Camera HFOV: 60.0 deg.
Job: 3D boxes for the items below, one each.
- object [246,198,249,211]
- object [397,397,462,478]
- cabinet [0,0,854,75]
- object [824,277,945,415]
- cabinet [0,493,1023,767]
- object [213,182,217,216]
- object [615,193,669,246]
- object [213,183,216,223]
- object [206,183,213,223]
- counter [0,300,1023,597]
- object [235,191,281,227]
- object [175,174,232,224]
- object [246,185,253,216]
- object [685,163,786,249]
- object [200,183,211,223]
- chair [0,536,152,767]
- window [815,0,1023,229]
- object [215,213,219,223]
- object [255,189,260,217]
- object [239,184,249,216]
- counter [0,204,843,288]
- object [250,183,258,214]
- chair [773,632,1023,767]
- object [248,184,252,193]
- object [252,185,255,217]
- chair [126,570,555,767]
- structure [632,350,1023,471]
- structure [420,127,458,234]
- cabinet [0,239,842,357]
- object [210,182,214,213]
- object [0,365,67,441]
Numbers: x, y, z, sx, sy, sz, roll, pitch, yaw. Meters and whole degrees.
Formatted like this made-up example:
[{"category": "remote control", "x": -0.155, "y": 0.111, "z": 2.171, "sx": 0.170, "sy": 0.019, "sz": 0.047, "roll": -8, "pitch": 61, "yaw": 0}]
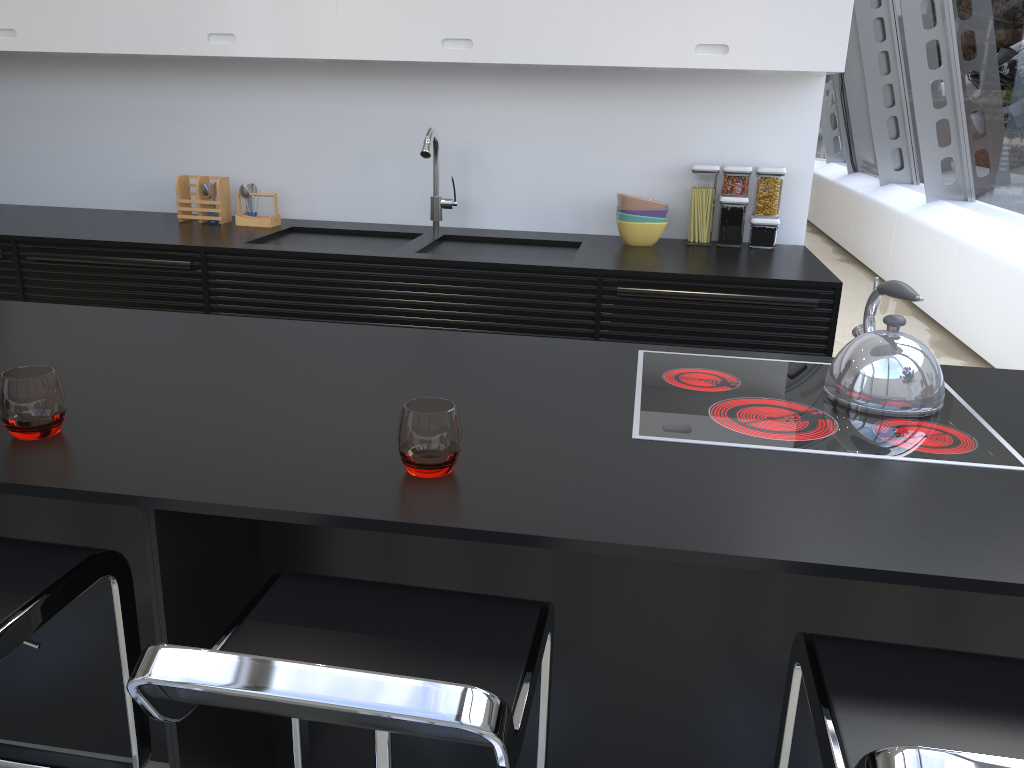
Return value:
[{"category": "object", "x": -1.124, "y": -0.746, "z": 3.784, "sx": 0.019, "sy": 0.178, "sz": 0.044, "roll": 0, "pitch": 18, "yaw": -6}, {"category": "object", "x": -0.124, "y": 0.082, "z": 1.334, "sx": 0.095, "sy": 0.106, "sz": 0.095, "roll": 11, "pitch": 20, "yaw": 28}, {"category": "cabinet", "x": -0.636, "y": -1.540, "z": 3.481, "sx": 3.741, "sy": 0.515, "sz": 0.343, "roll": 4, "pitch": 18, "yaw": 8}, {"category": "object", "x": 0.737, "y": -0.085, "z": 1.724, "sx": 0.221, "sy": 0.230, "sz": 0.221, "roll": 16, "pitch": 23, "yaw": 38}, {"category": "cabinet", "x": -0.443, "y": 0.422, "z": 1.840, "sx": 3.800, "sy": 0.838, "sz": 1.007, "roll": 4, "pitch": 18, "yaw": 8}, {"category": "object", "x": -1.267, "y": -0.764, "z": 3.783, "sx": 0.042, "sy": 0.192, "sz": 0.040, "roll": -9, "pitch": 21, "yaw": -30}, {"category": "object", "x": 0.513, "y": -0.652, "z": 3.521, "sx": 0.205, "sy": 0.205, "sz": 0.185, "roll": 1, "pitch": 18, "yaw": -3}, {"category": "object", "x": -1.260, "y": -0.750, "z": 3.749, "sx": 0.022, "sy": 0.196, "sz": 0.019, "roll": 5, "pitch": 18, "yaw": 10}, {"category": "object", "x": -1.270, "y": -0.749, "z": 3.747, "sx": 0.018, "sy": 0.196, "sz": 0.020, "roll": 12, "pitch": 21, "yaw": 30}, {"category": "counter", "x": -0.430, "y": 0.015, "z": 1.709, "sx": 3.800, "sy": 0.018, "sz": 1.006, "roll": 4, "pitch": 18, "yaw": 8}, {"category": "object", "x": -1.071, "y": -0.723, "z": 3.736, "sx": 0.173, "sy": 0.170, "sz": 0.100, "roll": 5, "pitch": 18, "yaw": 10}, {"category": "object", "x": -1.312, "y": -0.772, "z": 3.779, "sx": 0.200, "sy": 0.223, "sz": 0.104, "roll": 5, "pitch": 18, "yaw": 9}, {"category": "object", "x": -1.105, "y": -0.744, "z": 3.750, "sx": 0.018, "sy": 0.196, "sz": 0.020, "roll": 8, "pitch": 19, "yaw": 18}, {"category": "object", "x": 0.888, "y": -0.714, "z": 3.554, "sx": 0.365, "sy": 0.315, "sz": 0.113, "roll": 4, "pitch": 18, "yaw": 8}, {"category": "object", "x": -1.285, "y": -0.750, "z": 3.740, "sx": 0.042, "sy": 0.192, "sz": 0.040, "roll": -9, "pitch": 21, "yaw": -29}, {"category": "chair", "x": -0.837, "y": 0.572, "z": 1.301, "sx": 0.418, "sy": 0.857, "sz": 0.460, "roll": 5, "pitch": 18, "yaw": 9}, {"category": "window", "x": -4.008, "y": -2.246, "z": 6.458, "sx": 16.693, "sy": 3.674, "sz": 16.171, "roll": 2, "pitch": 18, "yaw": 1}, {"category": "object", "x": -1.248, "y": -0.745, "z": 3.767, "sx": 0.044, "sy": 0.178, "sz": 0.019, "roll": -2, "pitch": 18, "yaw": -13}, {"category": "object", "x": -1.087, "y": -0.741, "z": 3.774, "sx": 0.044, "sy": 0.178, "sz": 0.019, "roll": -7, "pitch": 20, "yaw": -25}, {"category": "object", "x": -1.118, "y": -0.744, "z": 3.740, "sx": 0.042, "sy": 0.192, "sz": 0.040, "roll": -14, "pitch": 24, "yaw": -41}, {"category": "counter", "x": -0.702, "y": -0.579, "z": 3.538, "sx": 3.738, "sy": 0.025, "sz": 0.804, "roll": 4, "pitch": 18, "yaw": 8}, {"category": "object", "x": -1.110, "y": -0.759, "z": 3.786, "sx": 0.042, "sy": 0.192, "sz": 0.040, "roll": -15, "pitch": 24, "yaw": -42}, {"category": "chair", "x": 0.542, "y": 0.685, "z": 1.084, "sx": 0.418, "sy": 0.857, "sz": 0.460, "roll": 5, "pitch": 18, "yaw": 9}, {"category": "object", "x": -1.113, "y": -0.750, "z": 3.769, "sx": 0.018, "sy": 0.196, "sz": 0.023, "roll": 3, "pitch": 18, "yaw": 4}, {"category": "object", "x": -1.096, "y": -0.745, "z": 3.755, "sx": 0.022, "sy": 0.196, "sz": 0.019, "roll": 1, "pitch": 18, "yaw": -3}, {"category": "chair", "x": -0.178, "y": 0.626, "z": 1.197, "sx": 0.418, "sy": 0.857, "sz": 0.460, "roll": 5, "pitch": 18, "yaw": 9}, {"category": "structure", "x": 0.562, "y": 0.050, "z": 1.727, "sx": 0.640, "sy": 0.041, "sz": 0.562, "roll": 4, "pitch": 18, "yaw": 8}, {"category": "structure", "x": -0.292, "y": -0.746, "z": 3.540, "sx": 0.115, "sy": 0.536, "sz": 0.248, "roll": 4, "pitch": 18, "yaw": 7}, {"category": "cabinet", "x": -1.385, "y": -1.211, "z": 3.451, "sx": 5.157, "sy": 2.901, "sz": 0.831, "roll": 4, "pitch": 18, "yaw": 8}, {"category": "object", "x": -1.273, "y": -0.755, "z": 3.767, "sx": 0.018, "sy": 0.196, "sz": 0.023, "roll": 7, "pitch": 19, "yaw": 16}, {"category": "object", "x": -0.772, "y": 0.031, "z": 1.427, "sx": 0.095, "sy": 0.106, "sz": 0.095, "roll": 4, "pitch": 18, "yaw": 6}]
